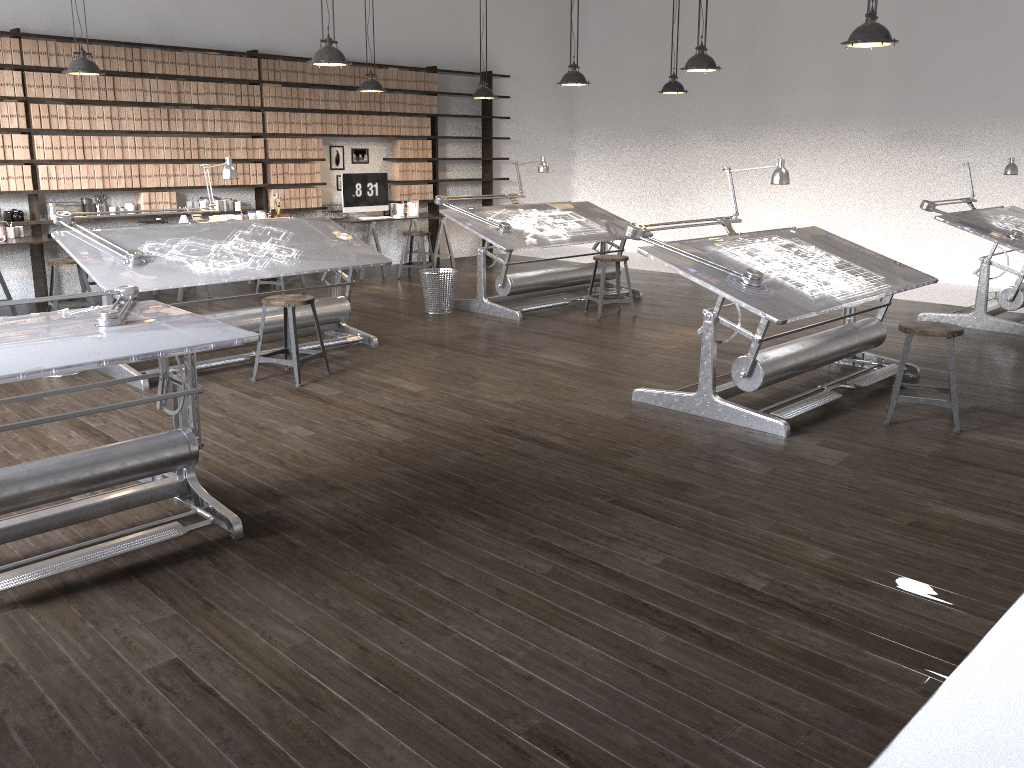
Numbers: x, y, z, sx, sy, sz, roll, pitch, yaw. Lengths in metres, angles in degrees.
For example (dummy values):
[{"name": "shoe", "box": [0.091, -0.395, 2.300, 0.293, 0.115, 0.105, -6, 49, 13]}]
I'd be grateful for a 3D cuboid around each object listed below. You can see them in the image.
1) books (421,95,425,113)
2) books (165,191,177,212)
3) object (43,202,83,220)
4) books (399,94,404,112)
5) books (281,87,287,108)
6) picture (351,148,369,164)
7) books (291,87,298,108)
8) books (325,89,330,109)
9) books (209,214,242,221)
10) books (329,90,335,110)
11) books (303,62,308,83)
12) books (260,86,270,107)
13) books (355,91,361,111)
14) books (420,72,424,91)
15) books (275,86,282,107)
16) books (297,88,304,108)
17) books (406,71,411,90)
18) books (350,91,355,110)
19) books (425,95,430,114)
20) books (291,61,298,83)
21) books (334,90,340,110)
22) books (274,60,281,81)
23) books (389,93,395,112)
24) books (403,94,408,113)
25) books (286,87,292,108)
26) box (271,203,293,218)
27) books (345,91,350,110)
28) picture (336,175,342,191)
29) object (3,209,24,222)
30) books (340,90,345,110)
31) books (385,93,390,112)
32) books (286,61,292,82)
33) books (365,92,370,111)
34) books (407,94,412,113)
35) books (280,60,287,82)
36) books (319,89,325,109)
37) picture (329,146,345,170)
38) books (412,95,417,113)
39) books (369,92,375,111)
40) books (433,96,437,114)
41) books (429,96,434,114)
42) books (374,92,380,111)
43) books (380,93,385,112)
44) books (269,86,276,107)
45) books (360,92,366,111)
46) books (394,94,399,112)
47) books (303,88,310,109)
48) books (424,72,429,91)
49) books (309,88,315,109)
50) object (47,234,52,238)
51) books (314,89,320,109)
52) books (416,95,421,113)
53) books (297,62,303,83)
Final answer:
[{"name": "books", "box": [-1.171, -3.500, 11.101, 0.067, 0.223, 0.175, -12, 18, -44]}, {"name": "books", "box": [-3.493, -1.853, 9.042, 0.067, 0.223, 0.175, -12, 18, -44]}, {"name": "object", "box": [-4.229, -1.636, 8.354, 0.194, 0.151, 0.319, 13, 19, 43]}, {"name": "books", "box": [-1.408, -3.437, 10.859, 0.067, 0.223, 0.175, -12, 17, -44]}, {"name": "books", "box": [-2.554, -3.146, 9.737, 0.067, 0.223, 0.175, -12, 17, -44]}, {"name": "picture", "box": [-1.853, -2.776, 10.787, 0.023, 0.181, 0.252, 12, 18, 43]}, {"name": "books", "box": [-2.453, -3.171, 9.832, 0.067, 0.223, 0.175, -12, 17, -44]}, {"name": "books", "box": [-2.158, -3.247, 10.128, 0.067, 0.223, 0.175, -12, 17, -44]}, {"name": "books", "box": [-2.937, -1.705, 9.177, 0.387, 0.146, 0.296, 14, 20, 43]}, {"name": "books", "box": [-2.112, -3.258, 10.170, 0.067, 0.223, 0.175, -12, 17, -44]}, {"name": "books", "box": [-2.351, -3.466, 9.880, 0.067, 0.223, 0.175, -12, 18, -44]}, {"name": "books", "box": [-2.700, -3.108, 9.593, 0.067, 0.223, 0.175, -12, 17, -44]}, {"name": "books", "box": [-1.860, -3.322, 10.414, 0.067, 0.223, 0.175, -12, 18, -44]}, {"name": "books", "box": [-1.174, -3.767, 11.037, 0.067, 0.223, 0.175, -12, 18, -44]}, {"name": "books", "box": [-2.595, -3.134, 9.691, 0.067, 0.223, 0.175, -12, 18, -44]}, {"name": "books", "box": [-2.404, -3.185, 9.888, 0.067, 0.223, 0.175, -12, 18, -44]}, {"name": "books", "box": [-1.320, -3.729, 10.892, 0.067, 0.223, 0.175, -12, 18, -44]}, {"name": "books", "box": [-1.913, -3.309, 10.366, 0.067, 0.223, 0.175, -12, 18, -44]}, {"name": "books", "box": [-1.117, -3.511, 11.145, 0.067, 0.223, 0.175, -12, 18, -44]}, {"name": "books", "box": [-2.447, -3.442, 9.788, 0.067, 0.223, 0.175, -12, 18, -44]}, {"name": "books", "box": [-2.060, -3.271, 10.219, 0.067, 0.223, 0.175, -12, 18, -44]}, {"name": "books", "box": [-2.598, -3.404, 9.641, 0.067, 0.223, 0.175, -12, 17, -44]}, {"name": "books", "box": [-1.510, -3.413, 10.767, 0.067, 0.223, 0.175, -12, 18, -44]}, {"name": "books", "box": [-1.364, -3.450, 10.908, 0.067, 0.223, 0.175, -12, 18, -44]}, {"name": "books", "box": [-2.509, -3.158, 9.785, 0.067, 0.223, 0.175, -12, 18, -44]}, {"name": "box", "box": [-2.514, -1.869, 9.653, 0.213, 0.205, 0.138, -13, 18, -43]}, {"name": "books", "box": [-1.965, -3.297, 10.320, 0.067, 0.223, 0.175, -12, 17, -44]}, {"name": "picture", "box": [-2.013, -2.431, 10.694, 0.023, 0.181, 0.252, 12, 18, 43]}, {"name": "object", "box": [-4.511, -1.530, 8.028, 0.091, 0.107, 0.172, 13, 19, 43]}, {"name": "books", "box": [-2.013, -3.284, 10.271, 0.067, 0.223, 0.175, -12, 17, -44]}, {"name": "books", "box": [-1.557, -3.400, 10.715, 0.067, 0.223, 0.175, -12, 17, -44]}, {"name": "books", "box": [-2.497, -3.429, 9.739, 0.067, 0.223, 0.175, -12, 18, -44]}, {"name": "books", "box": [-1.767, -3.347, 10.511, 0.067, 0.223, 0.175, -12, 18, -44]}, {"name": "books", "box": [-1.318, -3.461, 10.951, 0.067, 0.223, 0.175, -12, 18, -44]}, {"name": "books", "box": [-2.544, -3.416, 9.687, 0.067, 0.223, 0.175, -12, 17, -44]}, {"name": "books", "box": [-2.202, -3.234, 10.078, 0.067, 0.223, 0.175, -12, 18, -44]}, {"name": "picture", "box": [-2.090, -2.696, 10.560, 0.022, 0.281, 0.202, 11, 17, 43]}, {"name": "books", "box": [-1.266, -3.474, 11.000, 0.067, 0.223, 0.175, -12, 17, -44]}, {"name": "books", "box": [-1.715, -3.361, 10.565, 0.067, 0.223, 0.175, -12, 17, -44]}, {"name": "books", "box": [-1.028, -3.535, 11.237, 0.067, 0.223, 0.175, -12, 17, -44]}, {"name": "books", "box": [-1.073, -3.524, 11.194, 0.067, 0.223, 0.175, -12, 17, -44]}, {"name": "books", "box": [-1.659, -3.373, 10.613, 0.067, 0.223, 0.175, -12, 18, -44]}, {"name": "books", "box": [-1.610, -3.388, 10.669, 0.067, 0.223, 0.175, -12, 17, -44]}, {"name": "books", "box": [-2.646, -3.121, 9.640, 0.067, 0.223, 0.175, -12, 17, -44]}, {"name": "books", "box": [-1.809, -3.335, 10.464, 0.067, 0.223, 0.175, -12, 17, -44]}, {"name": "books", "box": [-1.459, -3.426, 10.816, 0.067, 0.223, 0.175, -12, 18, -44]}, {"name": "books", "box": [-2.351, -3.197, 9.934, 0.067, 0.223, 0.175, -12, 18, -44]}, {"name": "books", "box": [-1.122, -3.780, 11.090, 0.067, 0.223, 0.175, -12, 18, -44]}, {"name": "books", "box": [-2.304, -3.211, 9.986, 0.067, 0.223, 0.175, -12, 17, -44]}, {"name": "object", "box": [-3.906, -1.343, 7.992, 0.314, 0.033, 0.448, 14, 20, 43]}, {"name": "books", "box": [-2.253, -3.223, 10.035, 0.067, 0.223, 0.175, -12, 17, -44]}, {"name": "books", "box": [-1.219, -3.487, 11.051, 0.067, 0.223, 0.175, -12, 18, -44]}, {"name": "books", "box": [-2.395, -3.453, 9.831, 0.067, 0.223, 0.175, -12, 17, -44]}]
